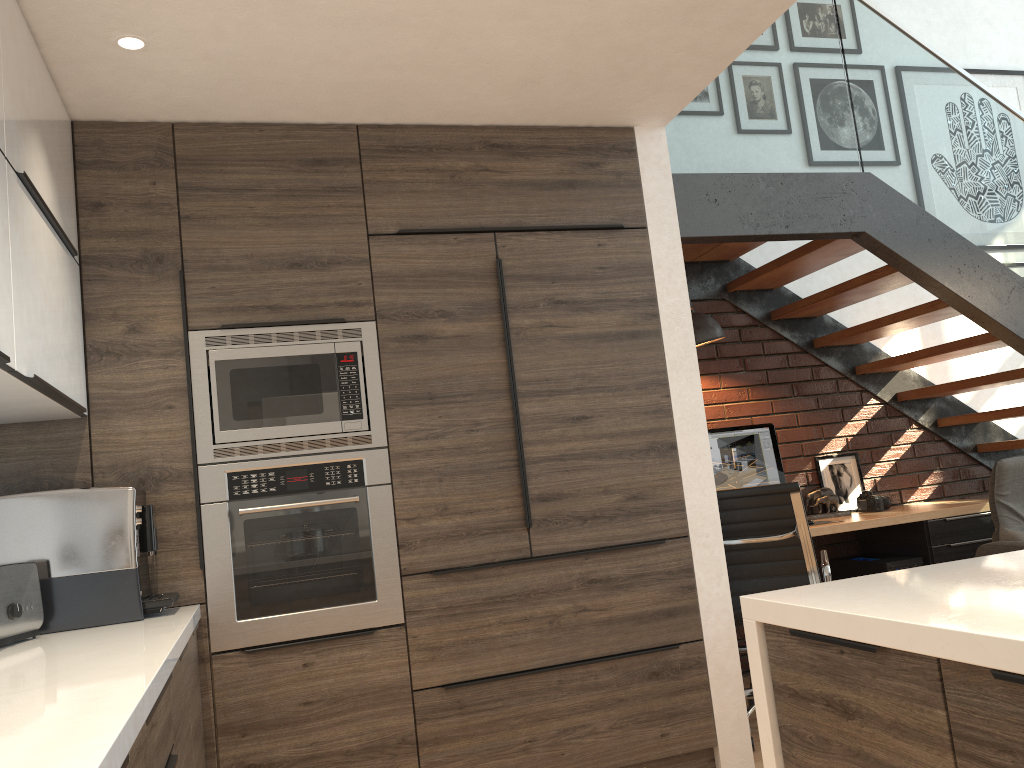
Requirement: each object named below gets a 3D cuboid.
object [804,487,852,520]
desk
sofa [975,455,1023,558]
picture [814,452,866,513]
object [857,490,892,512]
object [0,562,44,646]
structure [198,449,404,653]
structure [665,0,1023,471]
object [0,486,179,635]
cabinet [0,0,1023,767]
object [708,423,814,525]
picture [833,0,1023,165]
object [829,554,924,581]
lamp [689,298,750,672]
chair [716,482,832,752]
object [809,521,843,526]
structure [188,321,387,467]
[{"bbox_3d":[1.664,0.641,4.772,0.252,0.160,0.149,-6,-7,-8],"label":"object"},{"bbox_3d":[1.567,1.079,4.488,2.182,0.750,0.610,-4,-7,-17],"label":"desk"},{"bbox_3d":[3.689,0.550,3.132,3.169,0.995,2.108,-5,-7,-17],"label":"sofa"},{"bbox_3d":[1.843,0.557,4.957,0.279,0.329,0.049,-4,-7,-17],"label":"picture"},{"bbox_3d":[1.984,0.632,4.824,0.166,0.119,0.149,-4,-7,-20],"label":"object"},{"bbox_3d":[-1.288,0.545,2.162,0.177,0.195,0.260,-7,-7,3],"label":"object"},{"bbox_3d":[-0.722,0.548,3.015,0.595,0.570,0.495,-4,-7,-17],"label":"structure"},{"bbox_3d":[1.771,-0.086,4.465,5.660,3.460,1.289,-4,-7,-17],"label":"structure"},{"bbox_3d":[-1.239,0.489,2.499,0.532,0.378,0.274,-4,-7,-17],"label":"object"},{"bbox_3d":[0.053,0.033,1.306,2.401,2.401,3.495,-4,-7,-17],"label":"cabinet"},{"bbox_3d":[1.118,0.482,4.510,0.716,0.535,0.431,-4,-7,-17],"label":"object"},{"bbox_3d":[2.566,-1.632,5.514,1.785,1.678,0.028,-4,-7,-17],"label":"picture"},{"bbox_3d":[1.904,1.159,4.544,0.215,0.527,0.474,-4,-7,-17],"label":"object"},{"bbox_3d":[0.884,0.516,4.442,1.054,2.003,0.462,-2,-8,-33],"label":"lamp"},{"bbox_3d":[1.011,0.925,3.713,0.651,0.991,0.700,-9,-7,17],"label":"chair"},{"bbox_3d":[1.495,0.698,4.425,0.250,0.002,0.200,-4,-7,-17],"label":"object"},{"bbox_3d":[-0.783,0.057,3.092,0.595,0.430,0.459,-4,-7,-17],"label":"structure"}]
